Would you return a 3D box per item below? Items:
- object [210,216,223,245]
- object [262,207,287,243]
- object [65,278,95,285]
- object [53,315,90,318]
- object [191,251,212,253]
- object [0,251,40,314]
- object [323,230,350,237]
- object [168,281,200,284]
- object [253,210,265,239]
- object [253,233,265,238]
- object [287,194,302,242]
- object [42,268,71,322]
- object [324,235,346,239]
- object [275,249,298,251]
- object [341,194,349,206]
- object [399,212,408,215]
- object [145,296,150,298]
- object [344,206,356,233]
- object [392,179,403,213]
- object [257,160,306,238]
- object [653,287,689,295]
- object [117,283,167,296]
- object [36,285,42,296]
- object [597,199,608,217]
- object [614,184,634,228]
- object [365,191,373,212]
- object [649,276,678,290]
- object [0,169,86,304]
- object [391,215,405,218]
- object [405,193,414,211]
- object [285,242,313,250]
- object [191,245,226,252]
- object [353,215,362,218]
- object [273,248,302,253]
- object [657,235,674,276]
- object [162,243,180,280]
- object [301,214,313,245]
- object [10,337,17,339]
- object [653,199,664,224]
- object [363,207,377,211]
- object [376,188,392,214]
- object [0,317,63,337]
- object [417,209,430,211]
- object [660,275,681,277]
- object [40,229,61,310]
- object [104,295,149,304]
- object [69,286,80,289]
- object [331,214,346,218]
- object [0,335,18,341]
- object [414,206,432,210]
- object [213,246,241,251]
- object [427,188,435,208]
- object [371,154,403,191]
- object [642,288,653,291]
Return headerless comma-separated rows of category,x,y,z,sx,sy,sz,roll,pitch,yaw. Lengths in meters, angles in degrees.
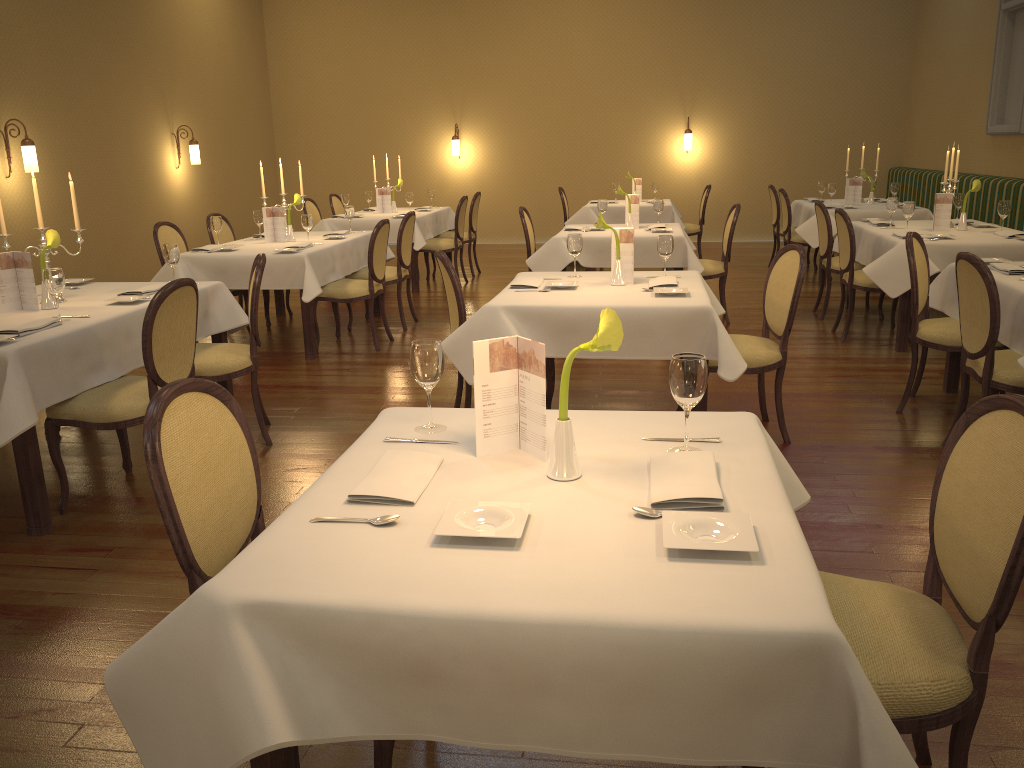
object,-2.255,-1.167,6.790,0.088,0.229,0.088,-11,18,-32
object,-1.876,-1.254,6.991,0.166,0.277,0.081,-7,16,-19
object,-2.462,-0.569,4.982,0.160,0.024,0.160,1,15,8
object,-1.975,-0.302,3.967,0.185,0.010,0.017,1,15,10
object,-2.245,-0.957,6.418,0.181,0.015,0.038,1,15,10
object,-2.313,-0.476,4.136,0.166,0.277,0.081,-7,16,-19
object,-1.479,-1.267,7.475,0.142,0.033,0.273,1,15,8
object,-1.813,-0.561,4.904,0.181,0.015,0.038,1,15,10
object,-2.085,-1.314,7.320,0.088,0.229,0.088,-13,19,-38
object,-2.077,-1.267,7.531,0.142,0.033,0.273,1,15,8
object,-1.728,-1.313,7.002,0.163,0.375,0.076,7,17,29
object,-1.982,-0.386,3.857,0.088,0.229,0.088,-11,18,-32
object,-1.438,-1.184,7.175,0.160,0.024,0.160,1,15,8
object,-1.623,-0.964,6.388,0.181,0.015,0.038,1,15,10
object,-1.814,-1.953,9.672,0.088,0.229,0.088,-11,18,-32
object,-1.143,-1.799,9.425,0.142,0.033,0.273,1,15,8
object,-1.901,-0.434,4.448,0.185,0.010,0.017,1,15,10
object,-1.397,-1.419,7.647,0.088,0.229,0.088,-11,18,-32
object,-1.287,-2.099,9.884,0.163,0.375,0.076,7,17,29
object,-1.844,-1.495,7.166,0.131,0.655,0.390,12,20,41
object,0.745,-0.430,4.164,0.160,0.024,0.160,1,15,8
object,-1.916,-0.489,4.620,0.142,0.033,0.273,1,15,8
object,-2.514,-0.489,4.677,0.142,0.033,0.273,1,15,8
object,0.783,-1.483,7.679,0.088,0.229,0.088,-11,18,-32
object,0.936,-1.469,7.334,0.163,0.375,0.076,-5,16,-14
object,-1.644,-2.100,10.202,0.088,0.229,0.088,-11,18,-32
object,0.754,-0.503,4.425,0.142,0.033,0.273,1,15,8
object,-2.281,-0.717,4.312,0.131,0.655,0.390,12,20,41
object,-1.153,-1.726,9.165,0.160,0.024,0.160,1,15,8
object,-1.104,-1.950,9.594,0.088,0.229,0.088,-11,18,-32
object,-1.584,-1.014,6.544,0.142,0.033,0.273,1,15,8
object,-2.267,-1.017,6.634,0.142,0.024,0.273,1,15,8
object,-1.655,-1.773,9.387,0.160,0.024,0.160,1,15,8
object,-1.593,-0.941,6.283,0.160,0.024,0.160,1,15,8
object,0.793,-0.654,4.593,0.088,0.229,0.088,-13,19,-38
object,-1.834,-0.641,4.793,0.088,0.229,0.088,-11,18,-32
object,-1.545,-1.164,6.712,0.088,0.229,0.088,-11,18,-32
object,-2.060,-0.186,3.534,0.181,0.015,0.038,1,15,10
object,1.237,-1.445,7.496,0.088,0.229,0.088,-11,18,-32
object,-1.637,-2.052,10.413,0.142,0.033,0.273,1,15,8
object,-1.435,-2.039,9.873,0.166,0.277,0.081,-7,16,-19
object,-2.021,-0.236,3.689,0.142,0.033,0.273,1,15,8
object,-0.997,-1.970,10.056,0.160,0.024,0.160,1,15,8
object,0.800,-0.570,4.703,0.185,0.010,0.017,1,15,10
object,-2.165,-0.535,4.148,0.163,0.375,0.076,7,17,29
object,-1.875,-0.406,4.320,0.160,0.024,0.160,1,15,8
object,-2.437,-0.524,4.827,0.181,0.015,0.038,1,15,10
object,-1.826,-1.802,9.516,0.142,0.024,0.273,1,15,8
object,-2.030,-0.163,3.428,0.160,0.024,0.160,1,15,8
object,-1.038,-2.052,10.357,0.142,0.033,0.273,1,15,8
object,-2.096,-0.988,6.505,0.160,0.024,0.160,1,15,8
object,-0.957,-2.205,10.529,0.088,0.229,0.088,-11,18,-32
object,-1.404,-2.281,10.048,0.131,0.655,0.390,12,20,41
object,0.715,-0.454,4.270,0.181,0.015,0.038,1,15,10
